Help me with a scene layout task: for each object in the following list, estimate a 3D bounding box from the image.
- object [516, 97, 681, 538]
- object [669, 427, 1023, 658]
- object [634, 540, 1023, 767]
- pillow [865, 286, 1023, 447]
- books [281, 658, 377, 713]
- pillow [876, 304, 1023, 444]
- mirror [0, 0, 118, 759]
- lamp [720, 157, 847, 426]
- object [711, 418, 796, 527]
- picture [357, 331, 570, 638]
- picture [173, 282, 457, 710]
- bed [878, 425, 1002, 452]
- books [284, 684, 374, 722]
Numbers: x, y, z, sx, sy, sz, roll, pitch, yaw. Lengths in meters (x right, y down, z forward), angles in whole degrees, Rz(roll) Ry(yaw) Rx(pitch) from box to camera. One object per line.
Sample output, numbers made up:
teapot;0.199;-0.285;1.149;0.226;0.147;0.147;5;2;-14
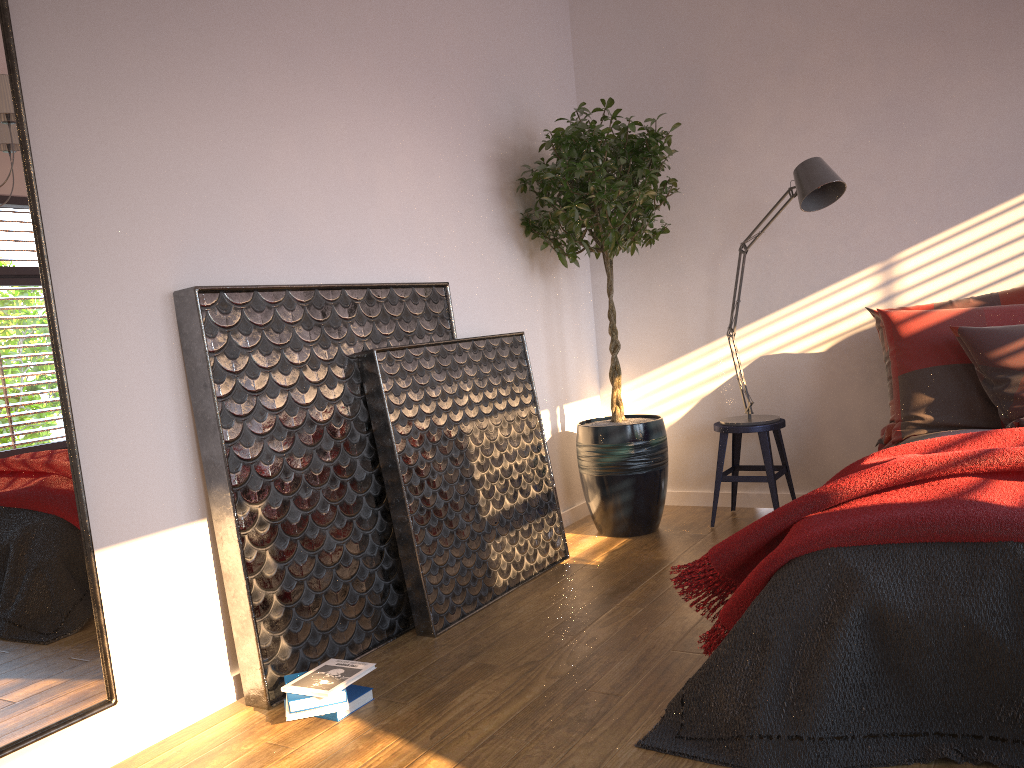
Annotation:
object;0.431;-0.282;4.195;0.813;2.032;0.796;-1;8;35
object;1.660;0.449;2.074;2.647;0.664;0.678;-3;6;32
object;1.621;0.493;1.938;2.508;0.571;1.115;-3;5;32
pillow;2.312;-0.041;3.089;2.144;0.738;1.137;-3;5;30
books;-0.568;0.872;2.564;0.258;0.051;0.269;-3;5;28
pillow;2.258;-0.069;3.156;1.815;0.555;0.524;-3;6;32
mirror;-1.324;-0.040;1.948;0.065;1.866;0.678;-1;8;31
lamp;1.167;-0.371;3.933;0.279;1.134;0.785;-8;6;-18
object;1.159;0.420;4.266;0.338;0.483;0.340;-2;7;31
picture;-0.139;0.333;3.502;0.210;1.033;1.018;-1;7;31
picture;-0.523;0.282;3.094;0.172;1.260;1.241;-1;7;31
bed;2.018;0.310;2.611;2.038;0.774;2.299;-3;5;31
books;-0.534;0.917;2.586;0.257;0.050;0.269;-6;4;-13
